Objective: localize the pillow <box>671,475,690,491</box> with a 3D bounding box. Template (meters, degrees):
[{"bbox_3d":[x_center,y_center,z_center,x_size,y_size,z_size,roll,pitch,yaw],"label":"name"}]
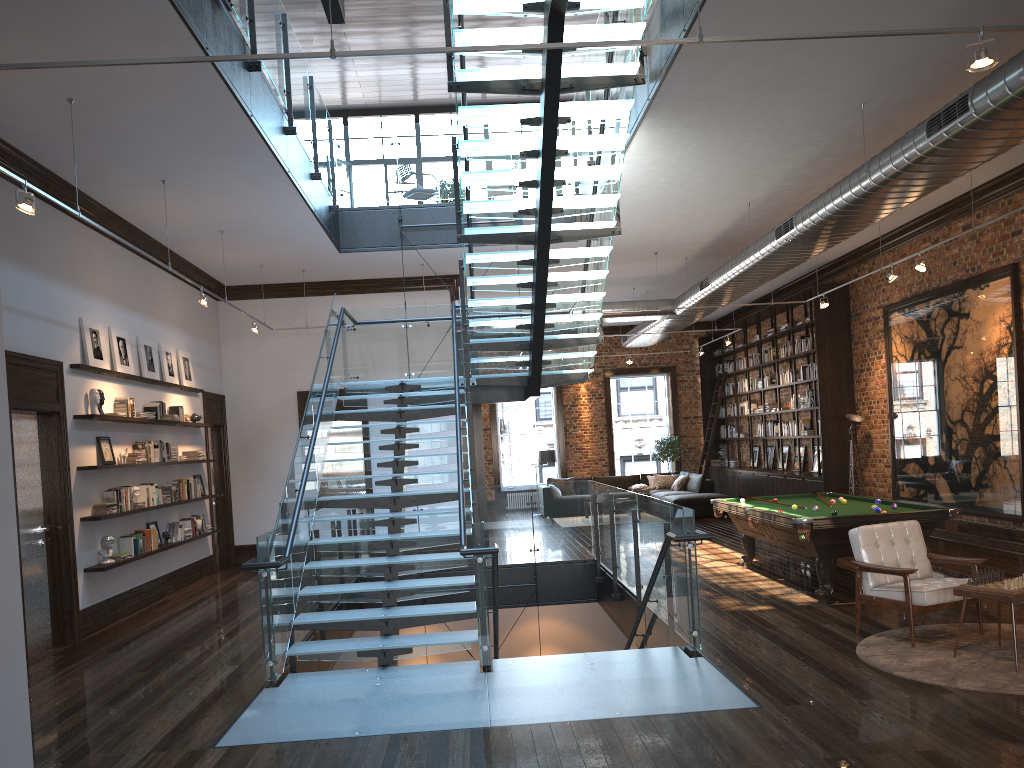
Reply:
[{"bbox_3d":[3.685,2.179,19.453,0.314,0.355,0.630,-3,-3,-3],"label":"pillow"}]

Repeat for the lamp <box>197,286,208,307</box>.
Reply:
[{"bbox_3d":[-3.355,-0.945,9.602,0.114,0.230,0.113,-3,0,41],"label":"lamp"}]

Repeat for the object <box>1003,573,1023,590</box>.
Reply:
[{"bbox_3d":[3.402,1.300,5.906,0.333,0.101,0.076,-2,-1,-28],"label":"object"}]

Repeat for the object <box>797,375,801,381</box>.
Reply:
[{"bbox_3d":[5.421,-0.101,16.743,0.096,0.137,0.236,-3,-3,-19],"label":"object"}]

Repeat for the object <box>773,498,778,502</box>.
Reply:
[{"bbox_3d":[3.070,1.361,10.349,0.057,0.057,0.057,-2,-2,-44],"label":"object"}]

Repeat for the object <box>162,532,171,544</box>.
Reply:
[{"bbox_3d":[-4.260,1.895,10.940,0.106,0.152,0.082,-3,0,-4],"label":"object"}]

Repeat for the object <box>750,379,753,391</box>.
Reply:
[{"bbox_3d":[5.197,0.019,19.200,0.075,0.255,0.087,-4,1,-13],"label":"object"}]

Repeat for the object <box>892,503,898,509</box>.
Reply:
[{"bbox_3d":[3.800,1.214,8.808,0.057,0.057,0.057,-4,-1,19],"label":"object"}]

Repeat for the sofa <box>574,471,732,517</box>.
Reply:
[{"bbox_3d":[2.447,2.381,18.792,3.499,0.804,3.456,-3,-4,-3],"label":"sofa"}]

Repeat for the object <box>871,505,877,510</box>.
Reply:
[{"bbox_3d":[3.604,1.226,8.815,0.057,0.057,0.057,-4,-2,36],"label":"object"}]

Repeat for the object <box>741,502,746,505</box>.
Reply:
[{"bbox_3d":[2.615,1.366,10.030,0.057,0.057,0.057,-3,-1,-4],"label":"object"}]

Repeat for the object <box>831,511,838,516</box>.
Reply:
[{"bbox_3d":[3.066,1.233,8.435,0.057,0.057,0.057,-3,-1,2],"label":"object"}]

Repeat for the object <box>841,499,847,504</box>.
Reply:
[{"bbox_3d":[3.615,1.282,9.651,0.057,0.057,0.057,-3,-1,-3],"label":"object"}]

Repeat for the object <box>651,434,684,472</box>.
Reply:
[{"bbox_3d":[3.821,2.143,21.753,0.812,1.865,0.799,-3,0,6],"label":"object"}]

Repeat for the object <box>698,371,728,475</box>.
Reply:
[{"bbox_3d":[4.677,1.273,20.985,0.896,3.078,0.495,-3,1,-3],"label":"object"}]

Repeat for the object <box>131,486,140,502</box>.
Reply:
[{"bbox_3d":[-4.235,1.229,9.946,0.147,0.188,0.127,-4,-1,13],"label":"object"}]

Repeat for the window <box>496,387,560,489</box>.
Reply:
[{"bbox_3d":[0.381,1.298,22.233,1.520,2.754,0.155,-3,1,-3],"label":"window"}]

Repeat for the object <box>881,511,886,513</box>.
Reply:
[{"bbox_3d":[3.419,1.193,8.150,0.057,0.057,0.057,-4,-1,15],"label":"object"}]

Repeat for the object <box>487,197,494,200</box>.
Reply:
[{"bbox_3d":[-0.095,-2.841,13.076,0.540,0.769,0.519,-3,0,7],"label":"object"}]

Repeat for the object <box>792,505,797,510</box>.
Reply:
[{"bbox_3d":[2.977,1.299,9.343,0.057,0.057,0.057,-4,-2,34],"label":"object"}]

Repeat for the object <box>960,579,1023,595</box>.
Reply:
[{"bbox_3d":[3.345,1.373,6.022,0.387,0.028,0.389,-1,-4,-28],"label":"object"}]

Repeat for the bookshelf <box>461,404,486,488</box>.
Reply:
[{"bbox_3d":[-0.709,0.974,15.235,0.400,3.518,1.783,-3,0,-3],"label":"bookshelf"}]

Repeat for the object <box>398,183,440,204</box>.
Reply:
[{"bbox_3d":[-1.399,-2.768,13.021,0.539,0.769,0.521,-3,-1,-33],"label":"object"}]

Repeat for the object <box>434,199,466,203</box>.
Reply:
[{"bbox_3d":[-1.103,-3.058,17.098,0.814,1.865,0.798,-3,0,41],"label":"object"}]

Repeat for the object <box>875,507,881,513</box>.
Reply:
[{"bbox_3d":[3.531,1.213,8.550,0.057,0.057,0.057,-3,-1,2],"label":"object"}]

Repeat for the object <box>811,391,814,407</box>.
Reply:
[{"bbox_3d":[5.375,0.272,15.843,0.069,0.288,0.117,-4,0,-10],"label":"object"}]

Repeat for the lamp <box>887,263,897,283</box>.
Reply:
[{"bbox_3d":[4.588,-1.341,10.692,0.114,0.230,0.114,-3,0,-24],"label":"lamp"}]

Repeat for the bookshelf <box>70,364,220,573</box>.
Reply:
[{"bbox_3d":[-4.274,0.969,10.752,0.200,2.054,4.083,-3,-3,-3],"label":"bookshelf"}]

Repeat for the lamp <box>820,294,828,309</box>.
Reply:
[{"bbox_3d":[4.487,-1.196,12.754,0.113,0.230,0.114,-3,0,11],"label":"lamp"}]

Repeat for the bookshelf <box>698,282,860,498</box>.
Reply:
[{"bbox_3d":[5.216,0.592,18.394,0.600,3.998,7.420,-3,-3,-3],"label":"bookshelf"}]

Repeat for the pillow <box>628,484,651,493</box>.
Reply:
[{"bbox_3d":[2.852,2.343,19.854,0.409,0.204,0.612,-3,-3,-5],"label":"pillow"}]

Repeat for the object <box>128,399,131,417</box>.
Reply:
[{"bbox_3d":[-4.278,0.271,9.754,0.154,0.207,0.010,-3,1,-3],"label":"object"}]

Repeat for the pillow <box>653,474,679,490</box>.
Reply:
[{"bbox_3d":[3.492,2.187,19.911,0.611,0.362,0.288,-3,-1,1],"label":"pillow"}]

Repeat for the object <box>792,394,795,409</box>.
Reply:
[{"bbox_3d":[5.328,0.334,16.727,0.069,0.288,0.117,-4,0,-10],"label":"object"}]

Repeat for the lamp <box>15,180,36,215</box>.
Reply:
[{"bbox_3d":[-3.174,-1.212,5.781,0.114,0.230,0.114,-3,0,-24],"label":"lamp"}]

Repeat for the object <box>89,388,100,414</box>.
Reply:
[{"bbox_3d":[-4.265,0.189,9.063,0.098,0.288,0.097,-3,1,40],"label":"object"}]

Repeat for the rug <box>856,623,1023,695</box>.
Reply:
[{"bbox_3d":[3.438,1.870,6.145,1.969,0.015,1.974,-3,-4,-1],"label":"rug"}]

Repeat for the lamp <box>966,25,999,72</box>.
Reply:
[{"bbox_3d":[2.295,-1.631,4.335,0.113,0.230,0.114,-3,0,-14],"label":"lamp"}]

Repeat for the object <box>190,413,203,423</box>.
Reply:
[{"bbox_3d":[-4.350,0.467,12.076,0.281,0.136,0.124,-1,-2,-36],"label":"object"}]

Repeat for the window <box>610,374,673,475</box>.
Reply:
[{"bbox_3d":[3.234,1.139,22.367,1.520,2.754,0.155,-3,1,-3],"label":"window"}]

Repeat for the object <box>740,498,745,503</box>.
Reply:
[{"bbox_3d":[2.759,1.396,10.606,0.057,0.057,0.057,-3,-1,-2],"label":"object"}]

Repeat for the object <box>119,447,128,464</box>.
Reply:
[{"bbox_3d":[-4.273,0.790,9.776,0.059,0.187,0.121,-3,0,33],"label":"object"}]

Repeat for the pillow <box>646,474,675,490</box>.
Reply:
[{"bbox_3d":[3.411,2.229,20.088,0.703,0.338,0.270,-3,-1,-2],"label":"pillow"}]

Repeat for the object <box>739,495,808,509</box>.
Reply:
[{"bbox_3d":[2.959,1.344,10.131,0.028,0.072,1.609,-3,-4,-11],"label":"object"}]

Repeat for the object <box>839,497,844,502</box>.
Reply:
[{"bbox_3d":[3.704,1.298,9.979,0.057,0.057,0.057,-5,-2,42],"label":"object"}]

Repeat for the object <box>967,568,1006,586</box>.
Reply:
[{"bbox_3d":[3.282,1.322,6.135,0.333,0.101,0.076,-2,-1,-28],"label":"object"}]

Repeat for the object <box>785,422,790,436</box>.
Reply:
[{"bbox_3d":[5.478,0.883,17.476,0.166,0.282,0.015,-3,1,-3],"label":"object"}]

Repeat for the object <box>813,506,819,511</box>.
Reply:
[{"bbox_3d":[3.100,1.272,9.053,0.057,0.057,0.057,-2,-2,-33],"label":"object"}]

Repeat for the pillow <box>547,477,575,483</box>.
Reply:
[{"bbox_3d":[1.102,2.315,20.016,0.700,0.440,0.305,-3,-1,-2],"label":"pillow"}]

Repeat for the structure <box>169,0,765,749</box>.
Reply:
[{"bbox_3d":[-0.397,0.510,8.705,3.575,14.502,7.045,-3,0,-3],"label":"structure"}]

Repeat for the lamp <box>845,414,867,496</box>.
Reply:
[{"bbox_3d":[5.504,1.382,14.131,0.425,1.828,0.505,-3,1,2],"label":"lamp"}]

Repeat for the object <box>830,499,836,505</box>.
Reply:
[{"bbox_3d":[3.511,1.291,9.704,0.057,0.057,0.057,-2,-2,-38],"label":"object"}]

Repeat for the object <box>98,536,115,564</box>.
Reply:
[{"bbox_3d":[-4.173,1.702,9.113,0.165,0.282,0.171,-3,0,-34],"label":"object"}]

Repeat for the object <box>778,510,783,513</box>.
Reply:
[{"bbox_3d":[2.668,1.281,8.813,0.057,0.057,0.057,-5,-2,44],"label":"object"}]

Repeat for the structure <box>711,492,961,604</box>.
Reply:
[{"bbox_3d":[3.286,1.688,9.481,1.552,0.851,2.962,-3,-3,-3],"label":"structure"}]

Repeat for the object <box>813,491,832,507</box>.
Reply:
[{"bbox_3d":[3.553,1.311,10.159,0.028,0.072,1.606,-3,-4,13],"label":"object"}]

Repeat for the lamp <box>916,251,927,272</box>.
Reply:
[{"bbox_3d":[4.621,-1.387,10.027,0.114,0.230,0.113,-3,0,26],"label":"lamp"}]
